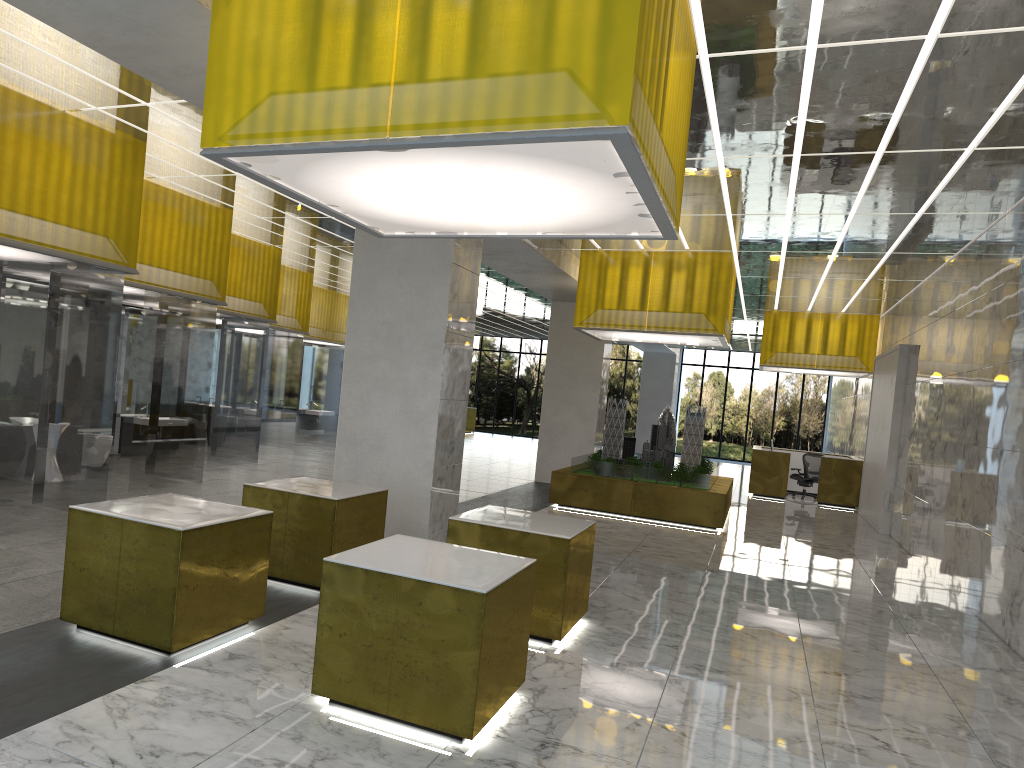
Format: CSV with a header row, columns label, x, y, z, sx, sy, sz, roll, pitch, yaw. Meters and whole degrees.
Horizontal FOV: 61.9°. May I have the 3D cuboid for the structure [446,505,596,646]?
label,x,y,z,sx,sy,sz,roll,pitch,yaw
structure,0.094,2.101,9.580,1.411,1.174,1.400,5,0,21

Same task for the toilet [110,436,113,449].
label,x,y,z,sx,sy,sz,roll,pitch,yaw
toilet,-9.312,1.460,18.899,0.870,0.694,0.493,5,1,23

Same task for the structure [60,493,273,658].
label,x,y,z,sx,sy,sz,roll,pitch,yaw
structure,-3.272,1.776,8.182,1.411,1.174,1.400,5,0,21

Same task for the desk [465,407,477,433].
label,x,y,z,sx,sy,sz,roll,pitch,yaw
desk,-4.119,1.968,49.299,3.324,1.509,3.379,5,0,21

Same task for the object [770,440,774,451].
label,x,y,z,sx,sy,sz,roll,pitch,yaw
object,8.744,2.200,28.285,0.568,0.668,0.728,6,0,20

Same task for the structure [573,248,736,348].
label,x,y,z,sx,sy,sz,roll,pitch,yaw
structure,3.451,-2.188,20.026,3.365,2.271,3.147,5,0,21

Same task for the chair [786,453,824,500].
label,x,y,z,sx,sy,sz,roll,pitch,yaw
chair,9.589,2.988,27.694,1.193,1.495,0.967,6,1,45

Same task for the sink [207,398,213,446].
label,x,y,z,sx,sy,sz,roll,pitch,yaw
sink,-9.433,1.219,27.244,0.794,1.515,1.000,5,1,-29

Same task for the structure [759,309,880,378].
label,x,y,z,sx,sy,sz,roll,pitch,yaw
structure,9.897,-1.509,27.800,3.365,2.271,3.024,5,0,21

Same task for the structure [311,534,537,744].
label,x,y,z,sx,sy,sz,roll,pitch,yaw
structure,-0.675,2.001,6.942,1.411,1.174,1.400,5,0,21

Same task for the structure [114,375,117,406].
label,x,y,z,sx,sy,sz,roll,pitch,yaw
structure,-10.161,-0.327,21.467,0.385,1.792,0.385,6,2,21

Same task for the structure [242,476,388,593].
label,x,y,z,sx,sy,sz,roll,pitch,yaw
structure,-2.504,1.875,10.814,1.411,1.174,1.400,5,0,21

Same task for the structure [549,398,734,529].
label,x,y,z,sx,sy,sz,roll,pitch,yaw
structure,3.479,1.729,21.293,3.996,2.572,4.999,5,0,20

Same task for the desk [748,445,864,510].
label,x,y,z,sx,sy,sz,roll,pitch,yaw
desk,9.507,2.988,27.887,3.324,1.509,3.379,5,0,21

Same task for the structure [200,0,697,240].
label,x,y,z,sx,sy,sz,roll,pitch,yaw
structure,-0.291,-2.673,7.207,3.364,2.271,3.146,5,0,21
